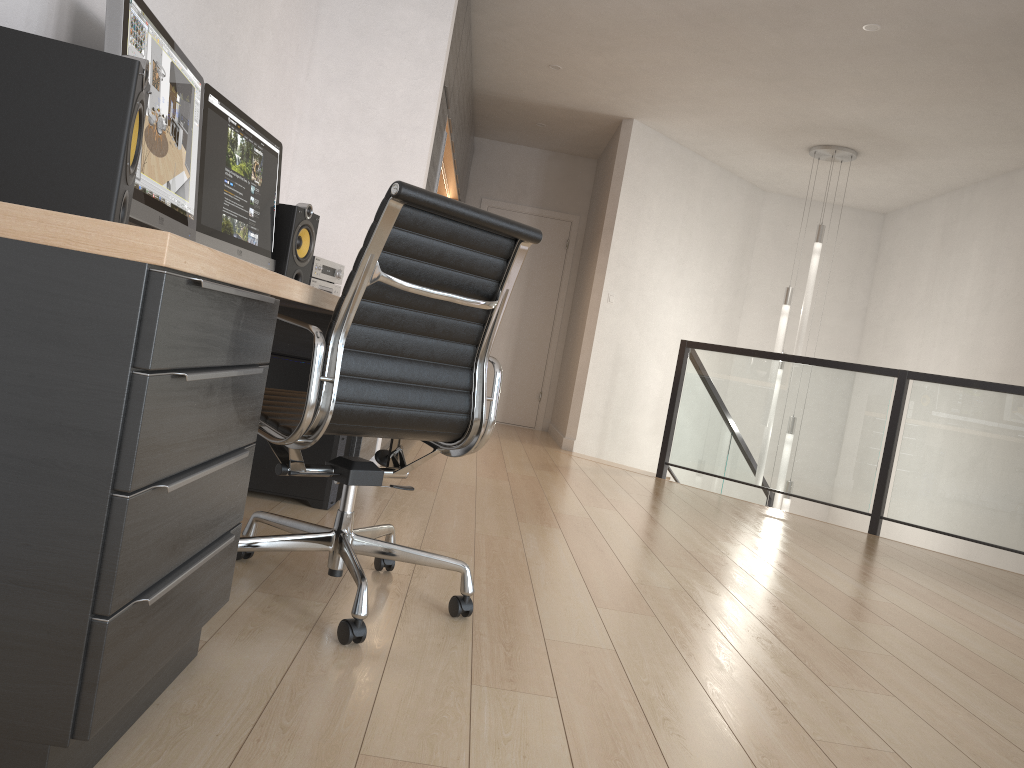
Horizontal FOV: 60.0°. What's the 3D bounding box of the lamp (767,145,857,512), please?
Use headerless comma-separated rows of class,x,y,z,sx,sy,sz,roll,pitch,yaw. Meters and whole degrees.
lamp,2.382,-0.982,7.014,0.359,6.725,0.359,11,2,34

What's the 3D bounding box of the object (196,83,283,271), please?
object,-0.906,-0.599,2.859,0.190,0.535,0.716,10,2,3

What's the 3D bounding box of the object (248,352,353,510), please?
object,-0.843,0.162,3.329,0.474,0.527,0.215,10,2,-2

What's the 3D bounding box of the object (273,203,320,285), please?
object,-0.901,-0.523,3.361,0.249,0.354,0.198,11,2,13

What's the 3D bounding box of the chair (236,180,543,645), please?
chair,-0.396,0.040,2.201,0.664,0.991,0.699,9,2,-42

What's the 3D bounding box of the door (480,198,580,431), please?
door,0.000,-0.672,8.663,0.974,2.136,0.085,10,2,-2

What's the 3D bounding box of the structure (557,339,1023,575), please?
structure,2.577,2.122,6.603,4.190,4.339,2.823,12,2,43

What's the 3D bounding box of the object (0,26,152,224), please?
object,-0.828,-0.455,1.642,0.249,0.354,0.198,10,2,-17

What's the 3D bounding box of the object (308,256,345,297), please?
object,-0.867,-0.435,3.626,0.270,0.174,0.285,11,2,13
